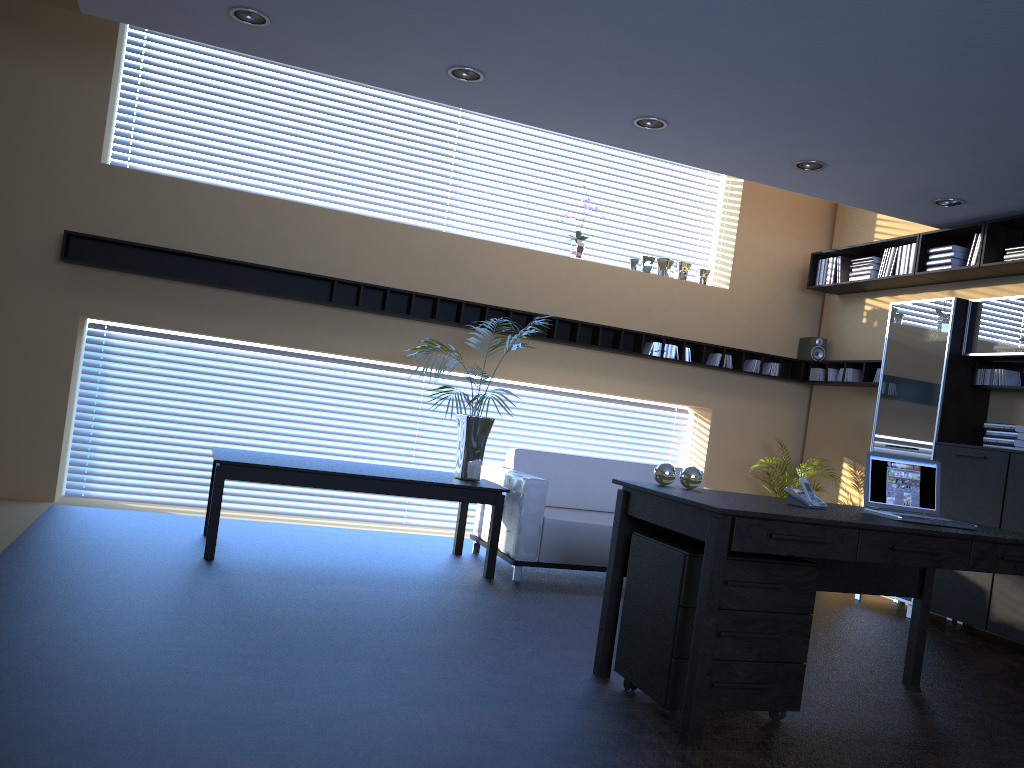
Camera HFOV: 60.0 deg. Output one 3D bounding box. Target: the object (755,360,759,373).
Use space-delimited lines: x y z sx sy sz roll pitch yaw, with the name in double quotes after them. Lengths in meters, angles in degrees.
2.273 -0.166 8.369 0.030 0.120 0.142 8 -1 -20 "object"

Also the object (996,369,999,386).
3.580 -0.039 6.445 0.142 0.120 0.009 8 0 -20 "object"

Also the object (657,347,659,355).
1.285 -0.311 8.022 0.009 0.120 0.142 8 -1 -20 "object"

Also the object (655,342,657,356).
1.267 -0.313 8.012 0.009 0.120 0.142 8 -1 -19 "object"

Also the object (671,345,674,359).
1.425 -0.290 8.068 0.009 0.120 0.142 8 -1 -20 "object"

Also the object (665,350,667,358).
1.364 -0.299 8.055 0.009 0.120 0.142 8 -1 -19 "object"

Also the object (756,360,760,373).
2.291 -0.164 8.379 0.009 0.120 0.142 8 -1 -19 "object"

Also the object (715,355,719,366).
1.867 -0.225 8.230 0.026 0.117 0.140 8 -1 -19 "object"

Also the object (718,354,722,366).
1.895 -0.221 8.244 0.030 0.120 0.142 8 -1 -20 "object"

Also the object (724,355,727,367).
1.949 -0.214 8.257 0.009 0.120 0.142 8 -1 -19 "object"

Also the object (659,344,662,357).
1.313 -0.306 8.032 0.006 0.118 0.140 8 -1 -20 "object"

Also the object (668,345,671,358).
1.397 -0.294 8.054 0.009 0.120 0.142 8 -1 -19 "object"

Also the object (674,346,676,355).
1.451 -0.286 8.085 0.009 0.120 0.142 8 -1 -19 "object"

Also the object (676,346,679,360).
1.475 -0.281 8.089 0.040 0.118 0.142 8 -1 -19 "object"

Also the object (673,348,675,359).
1.442 -0.288 8.079 0.009 0.120 0.142 8 -1 -20 "object"

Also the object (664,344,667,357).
1.357 -0.300 8.046 0.009 0.120 0.142 8 -1 -20 "object"

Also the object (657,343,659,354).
1.286 -0.311 8.020 0.006 0.118 0.140 8 -1 -19 "object"

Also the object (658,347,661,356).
1.304 -0.308 8.029 0.009 0.120 0.142 8 -1 -19 "object"

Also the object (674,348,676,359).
1.452 -0.286 8.082 0.006 0.118 0.140 8 -1 -19 "object"

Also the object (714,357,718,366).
1.867 -0.225 8.232 0.030 0.120 0.142 8 -1 -20 "object"

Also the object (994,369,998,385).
3.573 -0.040 6.453 0.142 0.120 0.009 8 0 -20 "object"

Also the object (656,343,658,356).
1.277 -0.312 8.015 0.009 0.120 0.142 8 -1 -19 "object"

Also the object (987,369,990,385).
3.552 -0.041 6.509 0.140 0.118 0.006 8 0 -20 "object"

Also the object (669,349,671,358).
1.405 -0.293 8.062 0.009 0.120 0.142 8 -1 -19 "object"

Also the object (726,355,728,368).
1.968 -0.211 8.263 0.030 0.120 0.142 8 -1 -19 "object"

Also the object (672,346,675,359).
1.435 -0.289 8.070 0.009 0.120 0.142 8 -1 -20 "object"

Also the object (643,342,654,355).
1.225 -0.318 7.998 0.040 0.118 0.142 8 -1 -20 "object"

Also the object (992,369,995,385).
3.567 -0.040 6.472 0.142 0.120 0.009 8 0 -19 "object"

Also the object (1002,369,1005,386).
3.592 -0.039 6.394 0.142 0.120 0.030 8 0 -19 "object"

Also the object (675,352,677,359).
1.474 -0.281 8.091 0.041 0.122 0.142 8 -1 -20 "object"

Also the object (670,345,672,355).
1.407 -0.293 8.059 0.006 0.118 0.140 8 -1 -20 "object"

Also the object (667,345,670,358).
1.387 -0.296 8.052 0.009 0.120 0.142 8 -1 -19 "object"

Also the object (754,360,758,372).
2.262 -0.168 8.368 0.030 0.120 0.142 8 -1 -20 "object"

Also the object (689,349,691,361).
1.596 -0.264 8.131 0.040 0.118 0.142 8 -1 -19 "object"

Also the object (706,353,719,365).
1.854 -0.226 8.222 0.040 0.118 0.142 8 -1 -20 "object"

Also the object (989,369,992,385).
3.561 -0.040 6.502 0.142 0.120 0.009 8 0 -19 "object"

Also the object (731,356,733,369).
2.011 -0.203 8.280 0.040 0.118 0.142 8 -1 -20 "object"

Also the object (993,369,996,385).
3.569 -0.040 6.462 0.140 0.118 0.006 8 0 -20 "object"

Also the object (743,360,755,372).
2.228 -0.172 8.358 0.040 0.118 0.142 8 -1 -20 "object"

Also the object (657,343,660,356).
1.293 -0.309 8.029 0.009 0.120 0.142 8 -1 -20 "object"

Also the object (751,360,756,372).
2.242 -0.171 8.365 0.030 0.120 0.142 8 -1 -20 "object"

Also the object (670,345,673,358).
1.416 -0.292 8.063 0.006 0.118 0.140 8 -1 -20 "object"

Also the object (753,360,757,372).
2.253 -0.169 8.362 0.026 0.117 0.140 8 -1 -19 "object"

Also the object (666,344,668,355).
1.374 -0.297 8.057 0.009 0.120 0.142 8 -1 -20 "object"

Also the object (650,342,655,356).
1.248 -0.316 8.005 0.009 0.120 0.142 8 -1 -19 "object"

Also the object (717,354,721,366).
1.886 -0.223 8.239 0.026 0.117 0.140 8 -1 -19 "object"

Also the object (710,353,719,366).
1.854 -0.226 8.225 0.041 0.122 0.142 8 -1 -19 "object"

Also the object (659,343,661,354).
1.304 -0.308 8.028 0.006 0.118 0.140 8 -1 -20 "object"

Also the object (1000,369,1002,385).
3.588 -0.039 6.414 0.142 0.120 0.030 8 0 -20 "object"

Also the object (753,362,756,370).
2.252 -0.169 8.366 0.030 0.120 0.142 8 -1 -20 "object"

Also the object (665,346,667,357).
1.365 -0.299 8.053 0.006 0.118 0.140 8 -1 -19 "object"

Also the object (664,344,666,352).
1.347 -0.302 8.044 0.009 0.120 0.142 8 -1 -19 "object"

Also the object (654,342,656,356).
1.258 -0.315 8.007 0.009 0.120 0.142 8 -1 -19 "object"

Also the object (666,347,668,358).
1.376 -0.297 8.054 0.006 0.118 0.140 8 -1 -20 "object"

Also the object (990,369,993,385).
3.563 -0.040 6.492 0.142 0.120 0.009 8 0 -19 "object"

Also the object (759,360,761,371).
2.300 -0.163 8.385 0.009 0.120 0.142 8 -1 -20 "object"

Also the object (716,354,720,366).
1.877 -0.224 8.234 0.030 0.120 0.142 8 -1 -19 "object"

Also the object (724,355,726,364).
1.940 -0.215 8.253 0.006 0.118 0.140 8 -1 -20 "object"

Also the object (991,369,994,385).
3.564 -0.041 6.482 0.142 0.120 0.009 8 0 -20 "object"

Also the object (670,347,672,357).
1.415 -0.292 8.065 0.009 0.120 0.142 8 -1 -19 "object"
